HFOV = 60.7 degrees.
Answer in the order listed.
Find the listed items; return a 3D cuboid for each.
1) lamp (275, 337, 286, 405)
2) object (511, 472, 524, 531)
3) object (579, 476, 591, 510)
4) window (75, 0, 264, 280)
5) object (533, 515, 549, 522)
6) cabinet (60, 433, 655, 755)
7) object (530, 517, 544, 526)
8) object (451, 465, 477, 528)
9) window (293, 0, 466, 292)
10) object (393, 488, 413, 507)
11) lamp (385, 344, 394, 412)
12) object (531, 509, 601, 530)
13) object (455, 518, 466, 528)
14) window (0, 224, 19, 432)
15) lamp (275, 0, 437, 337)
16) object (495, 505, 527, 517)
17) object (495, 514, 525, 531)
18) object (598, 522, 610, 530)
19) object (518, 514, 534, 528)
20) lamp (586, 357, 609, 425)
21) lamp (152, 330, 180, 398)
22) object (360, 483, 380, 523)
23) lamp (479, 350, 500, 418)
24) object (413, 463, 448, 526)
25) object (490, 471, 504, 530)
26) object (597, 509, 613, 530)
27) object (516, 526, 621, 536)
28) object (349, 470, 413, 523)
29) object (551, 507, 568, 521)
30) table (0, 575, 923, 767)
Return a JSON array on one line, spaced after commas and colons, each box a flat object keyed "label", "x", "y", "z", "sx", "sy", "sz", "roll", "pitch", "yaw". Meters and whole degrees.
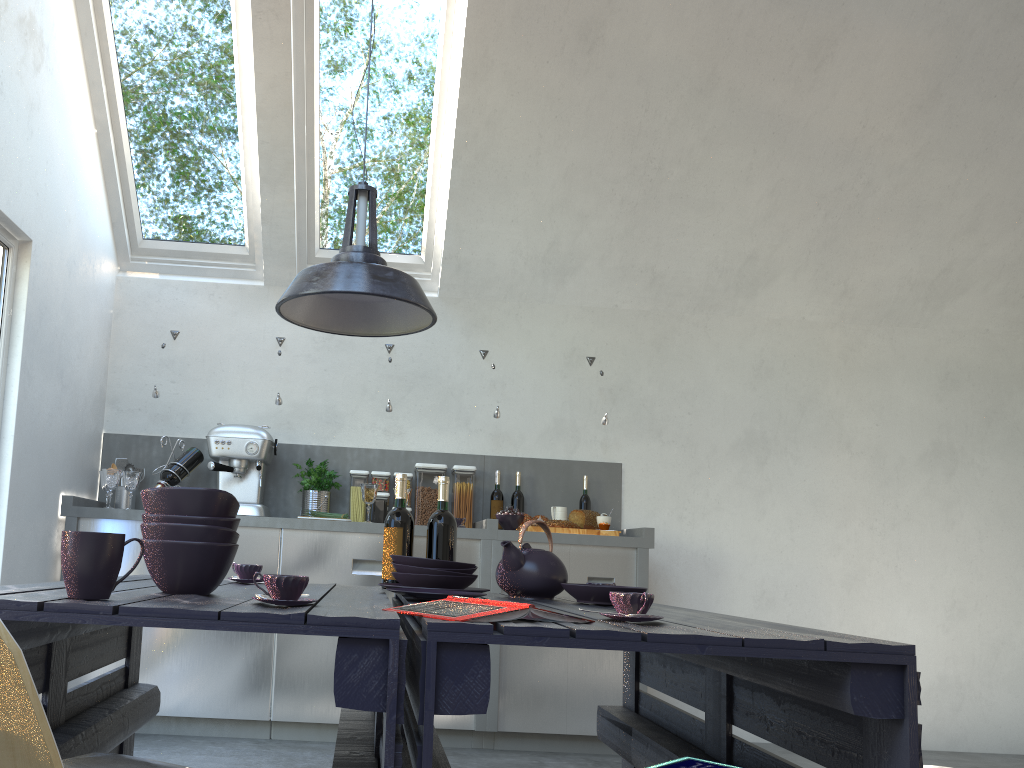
[{"label": "lamp", "x": -1.236, "y": -0.077, "z": 4.678, "sx": 0.057, "sy": 0.430, "sz": 0.353, "roll": 5, "pitch": -9, "yaw": -18}, {"label": "object", "x": 0.030, "y": 0.648, "z": 4.744, "sx": 0.072, "sy": 0.341, "sz": 0.073, "roll": 3, "pitch": -7, "yaw": -3}, {"label": "object", "x": 0.397, "y": 0.671, "z": 4.759, "sx": 0.062, "sy": 0.341, "sz": 0.063, "roll": 3, "pitch": -7, "yaw": -3}, {"label": "window", "x": -1.669, "y": -1.392, "z": 4.375, "sx": 0.824, "sy": 1.380, "sz": 1.520, "roll": 3, "pitch": -9, "yaw": -7}, {"label": "object", "x": 0.146, "y": 0.718, "z": 4.539, "sx": 0.126, "sy": 0.076, "sz": 0.113, "roll": -5, "pitch": -13, "yaw": 37}, {"label": "cabinet", "x": -0.777, "y": 1.024, "z": 4.444, "sx": 2.834, "sy": 1.462, "sz": 0.578, "roll": 3, "pitch": -7, "yaw": -3}, {"label": "object", "x": 0.098, "y": 0.709, "z": 4.479, "sx": 0.202, "sy": 0.058, "sz": 0.198, "roll": 0, "pitch": -12, "yaw": 14}, {"label": "object", "x": -0.266, "y": 0.624, "z": 4.727, "sx": 0.127, "sy": 0.350, "sz": 0.131, "roll": 3, "pitch": -7, "yaw": -7}, {"label": "window", "x": -0.687, "y": -1.340, "z": 4.407, "sx": 0.824, "sy": 1.373, "sz": 1.513, "roll": 3, "pitch": -9, "yaw": -7}, {"label": "object", "x": -0.557, "y": 0.625, "z": 4.437, "sx": 0.095, "sy": 0.190, "sz": 0.102, "roll": 5, "pitch": -8, "yaw": -17}, {"label": "lamp", "x": -0.662, "y": -0.042, "z": 4.697, "sx": 0.059, "sy": 0.432, "sz": 0.340, "roll": 3, "pitch": -9, "yaw": -9}, {"label": "object", "x": 0.288, "y": 0.685, "z": 4.443, "sx": 0.431, "sy": 0.110, "sz": 0.135, "roll": 11, "pitch": -12, "yaw": -34}, {"label": "object", "x": -0.283, "y": 0.689, "z": 4.335, "sx": 0.119, "sy": 0.056, "sz": 0.115, "roll": 1, "pitch": -11, "yaw": 9}, {"label": "window", "x": -2.042, "y": 0.348, "z": 3.051, "sx": 0.058, "sy": 2.104, "sz": 1.007, "roll": 3, "pitch": -8, "yaw": -9}, {"label": "lamp", "x": -0.398, "y": -0.716, "z": 2.390, "sx": 0.428, "sy": 1.084, "sz": 0.439, "roll": 3, "pitch": -7, "yaw": -6}, {"label": "object", "x": -0.009, "y": 0.641, "z": 4.336, "sx": 0.154, "sy": 0.094, "sz": 0.148, "roll": 7, "pitch": -11, "yaw": -20}, {"label": "object", "x": -0.011, "y": 0.690, "z": 4.331, "sx": 0.156, "sy": 0.078, "sz": 0.139, "roll": -7, "pitch": -14, "yaw": 41}, {"label": "object", "x": 0.460, "y": 0.710, "z": 4.361, "sx": 0.057, "sy": 0.046, "sz": 0.062, "roll": 6, "pitch": -10, "yaw": -21}, {"label": "object", "x": 0.059, "y": 0.699, "z": 4.469, "sx": 0.126, "sy": 0.076, "sz": 0.113, "roll": -5, "pitch": -13, "yaw": 37}, {"label": "lamp", "x": 0.465, "y": 0.028, "z": 4.741, "sx": 0.059, "sy": 0.432, "sz": 0.340, "roll": 3, "pitch": -9, "yaw": -9}, {"label": "lamp", "x": -1.841, "y": -0.114, "z": 4.650, "sx": 0.059, "sy": 0.432, "sz": 0.340, "roll": 3, "pitch": -9, "yaw": -9}, {"label": "object", "x": -0.702, "y": 0.587, "z": 4.290, "sx": 0.105, "sy": 0.190, "sz": 0.093, "roll": -5, "pitch": -10, "yaw": 43}, {"label": "lamp", "x": -0.108, "y": -0.007, "z": 4.723, "sx": 0.057, "sy": 0.430, "sz": 0.353, "roll": 5, "pitch": -9, "yaw": -18}, {"label": "object", "x": -0.446, "y": 0.612, "z": 4.718, "sx": 0.173, "sy": 0.350, "sz": 0.130, "roll": 3, "pitch": -7, "yaw": -6}, {"label": "object", "x": -0.082, "y": 0.641, "z": 4.740, "sx": 0.071, "sy": 0.341, "sz": 0.075, "roll": 4, "pitch": -7, "yaw": -13}, {"label": "object", "x": 0.465, "y": 0.685, "z": 4.425, "sx": 0.078, "sy": 0.119, "sz": 0.069, "roll": -4, "pitch": -10, "yaw": 39}, {"label": "object", "x": 0.275, "y": 0.750, "z": 4.422, "sx": 0.467, "sy": 0.028, "sz": 0.314, "roll": 4, "pitch": -12, "yaw": -4}, {"label": "object", "x": -0.706, "y": 0.621, "z": 4.687, "sx": 0.339, "sy": 0.291, "sz": 0.108, "roll": 3, "pitch": -7, "yaw": -3}, {"label": "object", "x": 0.249, "y": 0.698, "z": 4.538, "sx": 0.084, "sy": 0.118, "sz": 0.088, "roll": 0, "pitch": -9, "yaw": 15}, {"label": "table", "x": -0.286, "y": 0.897, "z": 2.040, "sx": 1.590, "sy": 0.787, "sz": 1.541, "roll": 4, "pitch": -11, "yaw": -5}]
